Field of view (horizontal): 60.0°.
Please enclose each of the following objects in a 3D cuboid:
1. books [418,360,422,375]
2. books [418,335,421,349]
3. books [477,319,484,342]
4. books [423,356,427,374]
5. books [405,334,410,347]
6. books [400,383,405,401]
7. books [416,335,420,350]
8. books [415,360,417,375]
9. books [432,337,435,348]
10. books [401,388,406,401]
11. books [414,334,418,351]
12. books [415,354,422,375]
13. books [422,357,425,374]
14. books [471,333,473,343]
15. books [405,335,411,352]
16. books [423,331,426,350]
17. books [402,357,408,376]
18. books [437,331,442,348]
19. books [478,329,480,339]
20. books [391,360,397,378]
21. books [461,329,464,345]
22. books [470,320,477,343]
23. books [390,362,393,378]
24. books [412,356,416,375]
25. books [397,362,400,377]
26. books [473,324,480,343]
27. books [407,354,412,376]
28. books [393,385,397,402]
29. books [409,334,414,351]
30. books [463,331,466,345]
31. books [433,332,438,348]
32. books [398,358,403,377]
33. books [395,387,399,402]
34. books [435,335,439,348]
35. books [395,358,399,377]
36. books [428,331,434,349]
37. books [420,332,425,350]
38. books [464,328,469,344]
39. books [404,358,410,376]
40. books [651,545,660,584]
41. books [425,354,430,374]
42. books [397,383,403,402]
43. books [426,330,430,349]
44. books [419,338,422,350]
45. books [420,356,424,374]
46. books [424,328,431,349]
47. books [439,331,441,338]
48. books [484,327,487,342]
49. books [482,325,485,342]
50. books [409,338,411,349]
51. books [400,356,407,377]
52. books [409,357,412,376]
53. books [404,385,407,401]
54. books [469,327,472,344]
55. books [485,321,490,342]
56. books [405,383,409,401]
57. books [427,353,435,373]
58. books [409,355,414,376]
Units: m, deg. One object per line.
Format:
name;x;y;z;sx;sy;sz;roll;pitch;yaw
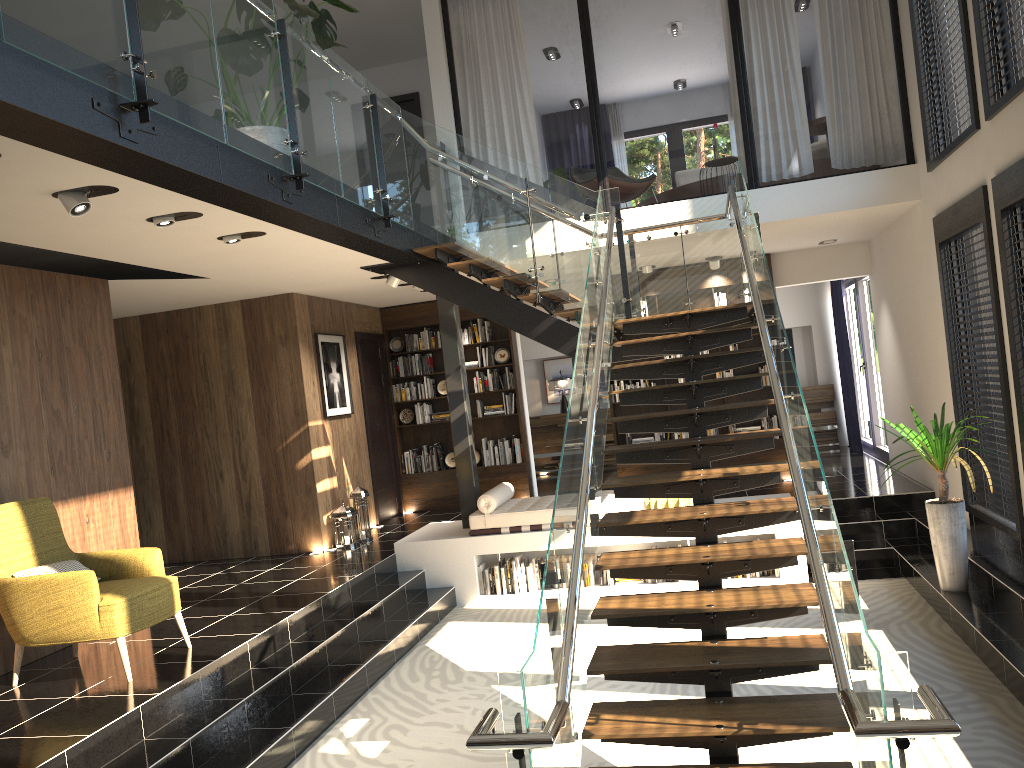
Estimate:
books;-1.177;-0.215;11.541;0.025;0.188;0.181;-6;0;13
books;-1.182;-0.538;11.591;0.025;0.203;0.156;-6;0;13
books;-0.385;-0.681;11.360;0.017;0.302;0.266;-6;0;13
books;-1.110;-0.250;11.554;0.024;0.242;0.144;-6;0;13
books;-1.347;-0.534;11.608;0.017;0.234;0.199;-6;0;13
books;-1.428;0.109;11.662;0.018;0.232;0.123;-6;0;13
books;-1.205;-0.540;11.579;0.014;0.212;0.184;-6;0;13
books;-1.228;-0.225;11.579;0.024;0.220;0.123;-6;0;13
books;-1.000;-0.532;11.549;0.040;0.149;0.125;-6;0;13
books;-1.402;0.138;11.638;0.037;0.169;0.148;-6;0;13
books;-1.242;-0.538;11.580;0.059;0.216;0.159;-6;0;12
books;-1.207;-0.254;11.559;0.033;0.273;0.189;-6;0;13
books;-1.128;-0.242;11.554;0.014;0.230;0.172;-6;0;13
books;-0.488;-0.612;11.435;0.029;0.191;0.177;-6;0;13
books;-1.334;-0.527;11.567;0.024;0.216;0.210;-6;0;13
books;-1.100;-0.566;11.512;0.025;0.239;0.220;-6;0;13
books;-1.378;-0.228;11.600;0.027;0.260;0.181;-6;0;13
books;-0.919;-0.573;11.505;0.027;0.212;0.180;-6;0;13
books;-0.390;-0.627;11.401;0.021;0.197;0.200;-6;0;12
books;-1.541;-0.194;11.643;0.023;0.231;0.143;-6;0;13
books;-0.624;-0.605;11.460;0.027;0.207;0.203;-6;0;13
books;-0.483;-0.670;11.388;0.015;0.303;0.251;-6;0;13
books;-1.558;-0.184;11.666;0.023;0.215;0.148;-6;0;13
books;-1.256;-0.239;11.588;0.032;0.255;0.160;-6;0;13
books;-1.454;-0.191;11.618;0.025;0.204;0.192;-6;0;13
books;-0.432;-0.648;11.421;0.064;0.247;0.209;-6;0;13
books;-1.319;-0.249;11.597;0.015;0.287;0.154;-6;0;13
books;-1.518;0.124;11.671;0.030;0.224;0.165;-6;0;13
books;-1.285;-0.536;11.583;0.026;0.222;0.202;-6;0;13
books;-0.593;-0.591;11.450;0.034;0.171;0.158;-6;0;13
books;-0.972;-0.570;11.531;0.030;0.217;0.165;-6;0;13
books;-1.428;-0.219;11.610;0.035;0.255;0.183;-6;0;13
books;-1.481;0.135;11.657;0.045;0.192;0.164;-6;0;13
books;-0.948;-0.550;11.493;0.029;0.172;0.187;-6;0;13
books;-1.495;-0.211;11.653;0.066;0.255;0.127;-6;0;12
books;-1.039;-0.571;11.534;0.020;0.235;0.206;-6;0;13
books;-1.128;-0.558;11.531;0.039;0.230;0.205;-6;0;13
books;-0.564;-0.614;11.438;0.034;0.211;0.205;-6;0;13
books;-1.349;-0.223;11.574;0.039;0.243;0.179;-6;0;12
books;1.329;1.669;8.206;0.043;0.316;0.209;-6;0;13
books;-1.086;-0.263;11.554;0.025;0.263;0.147;-6;0;13
books;-1.458;0.111;11.621;0.022;0.235;0.194;-6;0;13
books;-1.061;-0.573;11.528;0.020;0.245;0.228;-6;0;13
books;-1.156;-0.517;11.557;0.035;0.156;0.186;-6;0;13
books;-1.147;-0.245;11.571;0.028;0.240;0.148;-6;0;13
books;-1.084;-0.587;11.507;0.012;0.278;0.228;-6;0;13
books;-0.888;-0.577;11.491;0.039;0.212;0.172;-6;0;12
books;-0.314;-0.631;11.383;0.027;0.186;0.220;-6;0;13
books;-0.341;-0.643;11.415;0.037;0.218;0.144;-6;0;13
books;-1.301;-0.513;11.607;0.020;0.180;0.153;-6;0;12
books;-1.402;-0.229;11.601;0.022;0.267;0.197;-6;0;13
books;-1.301;-0.235;11.591;0.018;0.256;0.172;-6;0;13
books;-1.372;0.115;11.652;0.018;0.208;0.126;-6;0;12
books;-0.524;-0.624;11.445;0.042;0.223;0.163;-6;0;13
books;-0.304;-0.670;11.356;0.013;0.262;0.217;-6;0;13
books;-1.357;0.099;11.641;0.019;0.236;0.139;-6;0;12
books;-1.057;-0.269;11.548;0.035;0.266;0.133;-6;0;13
books;-1.287;-0.241;11.568;0.019;0.264;0.175;-6;0;13
